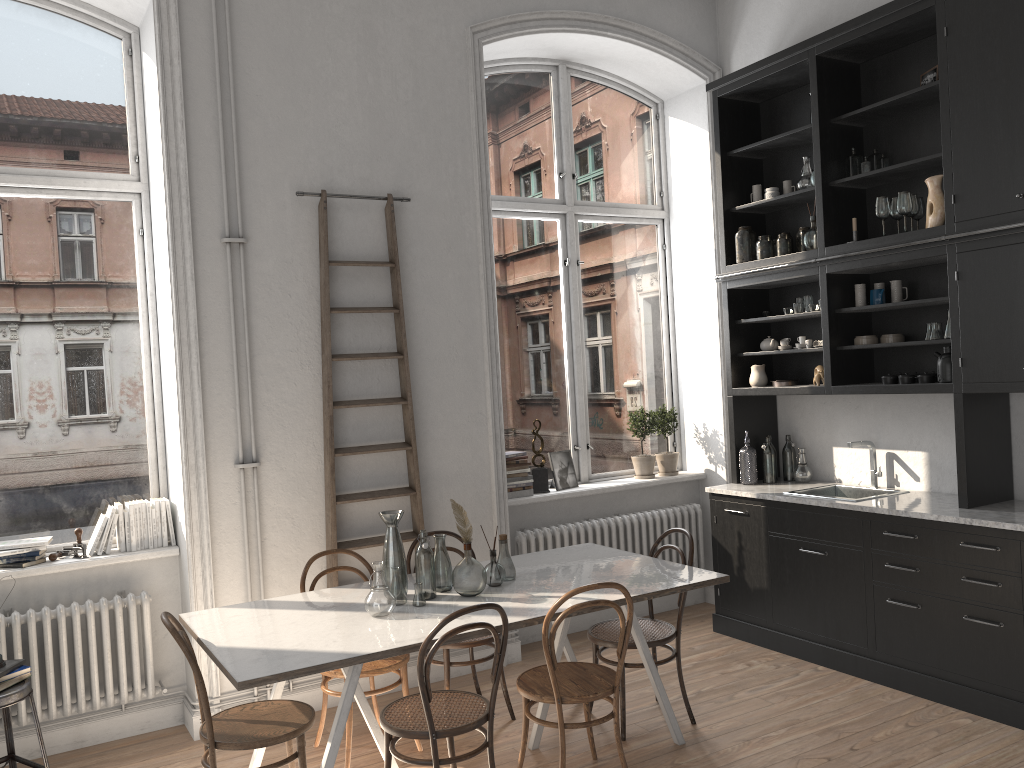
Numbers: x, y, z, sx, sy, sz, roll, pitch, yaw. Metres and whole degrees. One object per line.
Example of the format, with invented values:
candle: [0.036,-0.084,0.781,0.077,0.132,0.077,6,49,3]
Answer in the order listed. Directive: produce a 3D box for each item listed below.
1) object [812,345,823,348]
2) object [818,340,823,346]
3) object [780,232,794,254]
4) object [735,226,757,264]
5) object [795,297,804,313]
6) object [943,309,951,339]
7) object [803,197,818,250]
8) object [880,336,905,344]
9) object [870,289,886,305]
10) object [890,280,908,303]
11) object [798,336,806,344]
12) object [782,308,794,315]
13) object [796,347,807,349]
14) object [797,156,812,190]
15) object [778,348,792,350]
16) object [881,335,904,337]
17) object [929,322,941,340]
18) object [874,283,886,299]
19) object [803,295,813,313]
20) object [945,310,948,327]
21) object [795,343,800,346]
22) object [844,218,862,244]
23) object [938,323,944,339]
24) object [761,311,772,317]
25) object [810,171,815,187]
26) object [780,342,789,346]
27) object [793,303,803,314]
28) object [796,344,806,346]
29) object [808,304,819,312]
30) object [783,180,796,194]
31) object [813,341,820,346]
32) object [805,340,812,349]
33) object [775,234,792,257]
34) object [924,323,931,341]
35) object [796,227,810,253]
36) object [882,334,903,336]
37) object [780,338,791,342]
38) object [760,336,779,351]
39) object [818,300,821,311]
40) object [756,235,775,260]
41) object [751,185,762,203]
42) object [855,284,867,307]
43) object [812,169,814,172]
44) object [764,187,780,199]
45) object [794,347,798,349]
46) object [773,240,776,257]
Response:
object: [1.884,-0.227,5.429,0.085,0.015,0.085,-4,1,-44]
object: [1.895,-0.250,5.419,0.048,0.041,0.058,-3,1,38]
object: [1.762,-0.878,5.709,0.092,0.184,0.092,-3,1,25]
object: [1.518,-0.897,5.746,0.118,0.238,0.118,-4,1,-45]
object: [1.817,-0.489,5.588,0.060,0.107,0.060,-3,1,27]
object: [2.293,-0.313,4.626,0.083,0.158,0.083,-2,1,44]
object: [1.788,-0.967,5.257,0.134,0.357,0.134,-3,1,15]
object: [2.180,-0.251,5.080,0.132,0.038,0.132,-3,1,17]
object: [2.081,-0.491,5.047,0.082,0.093,0.140,-3,1,25]
object: [2.189,-0.518,5.022,0.082,0.135,0.059,-2,1,43]
object: [1.805,-0.268,5.514,0.039,0.055,0.049,-3,1,-10]
object: [1.739,-0.454,5.578,0.071,0.047,0.071,-3,1,8]
object: [1.809,-0.224,5.509,0.085,0.015,0.085,-4,1,-44]
object: [1.806,-1.278,5.423,0.132,0.219,0.132,-3,1,34]
object: [1.741,-0.221,5.647,0.085,0.015,0.085,-3,1,-17]
object: [2.180,-0.259,5.080,0.123,0.036,0.124,-4,1,-43]
object: [2.245,-0.280,4.707,0.058,0.094,0.058,-3,1,9]
object: [2.125,-0.516,5.146,0.082,0.135,0.059,-3,1,-2]
object: [1.821,-0.488,5.446,0.060,0.107,0.060,-3,1,-3]
object: [2.354,-0.318,4.754,0.083,0.158,0.083,-4,1,-19]
object: [1.818,-0.240,5.598,0.055,0.033,0.058,-3,1,-13]
object: [1.966,-0.877,5.084,0.123,0.161,0.123,-4,1,-21]
object: [2.333,-0.286,4.843,0.058,0.094,0.058,-2,1,37]
object: [1.681,-0.454,5.862,0.071,0.047,0.071,-3,1,8]
object: [1.839,-1.339,5.294,0.123,0.340,0.118,-3,1,-11]
object: [1.738,-0.249,5.647,0.056,0.033,0.058,-3,1,35]
object: [1.775,-0.466,5.503,0.064,0.069,0.064,-3,1,17]
object: [1.809,-0.237,5.508,0.085,0.016,0.085,-3,1,1]
object: [1.832,-0.457,5.377,0.071,0.047,0.071,-3,1,8]
object: [1.777,-1.236,5.692,0.059,0.135,0.082,-3,1,-7]
object: [1.875,-0.245,5.437,0.049,0.041,0.056,-3,1,33]
object: [1.820,-0.244,5.448,0.049,0.054,0.039,-3,1,-5]
object: [1.707,-0.861,5.572,0.096,0.150,0.096,-4,1,-42]
object: [2.253,-0.281,4.780,0.058,0.094,0.058,-3,1,9]
object: [1.833,-0.885,5.544,0.092,0.184,0.092,-3,1,-16]
object: [2.179,-0.267,5.080,0.112,0.036,0.112,-3,1,12]
object: [1.737,-0.269,5.646,0.055,0.047,0.058,-3,1,-15]
object: [1.682,-0.262,5.797,0.125,0.100,0.140,-2,1,41]
object: [1.867,-0.470,5.308,0.064,0.069,0.064,-4,1,-38]
object: [1.609,-0.860,5.633,0.114,0.155,0.114,-4,1,-27]
object: [1.602,-1.228,5.802,0.059,0.135,0.082,-3,1,-2]
object: [2.026,-0.510,5.150,0.059,0.135,0.082,-3,1,28]
object: [1.866,-1.259,5.533,0.063,0.163,0.063,-3,1,-18]
object: [1.678,-1.211,5.721,0.096,0.095,0.096,-3,1,4]
object: [1.818,-0.225,5.599,0.085,0.015,0.085,-4,1,-44]
object: [1.742,-0.869,5.845,0.114,0.155,0.114,-3,1,15]
